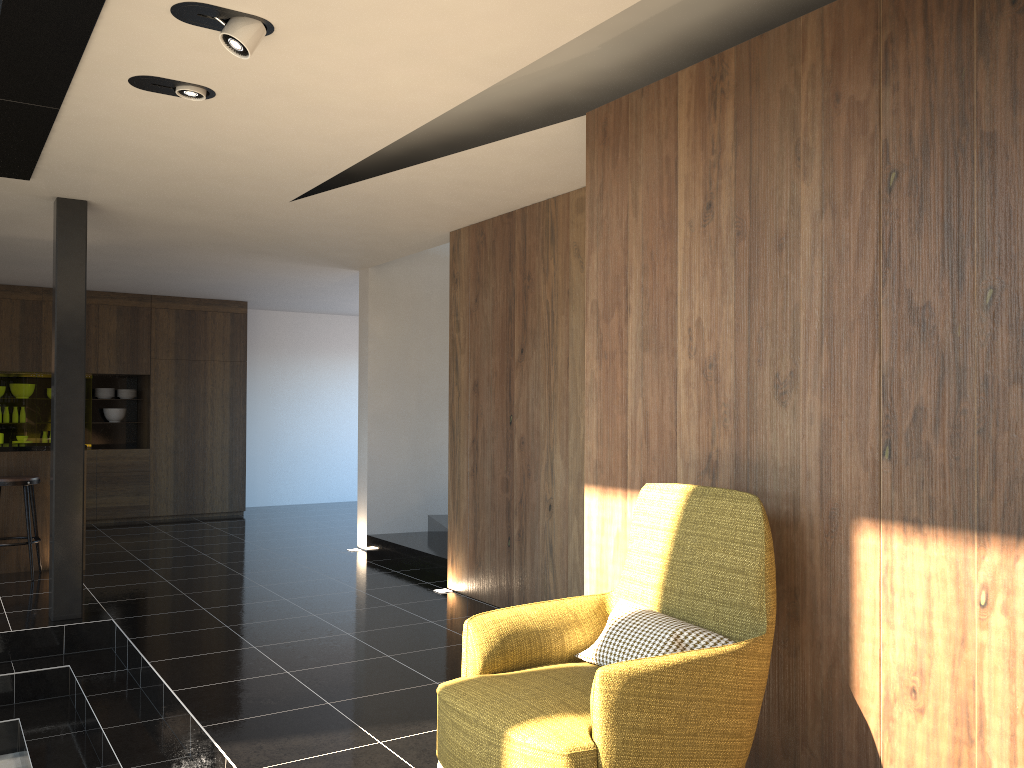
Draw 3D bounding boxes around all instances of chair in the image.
[{"bbox_3d":[0.302,0.893,2.828,1.031,1.097,0.807,1,-1,-34],"label":"chair"},{"bbox_3d":[-3.955,1.138,7.009,0.412,0.799,0.412,1,-1,-24],"label":"chair"}]

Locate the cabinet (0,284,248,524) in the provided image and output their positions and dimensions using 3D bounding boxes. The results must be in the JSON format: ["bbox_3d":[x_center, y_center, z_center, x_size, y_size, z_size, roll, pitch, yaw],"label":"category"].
[{"bbox_3d":[-6.467,0.247,9.652,6.893,2.689,0.869,1,-1,-33],"label":"cabinet"}]

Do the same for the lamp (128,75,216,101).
[{"bbox_3d":[-1.416,-1.293,3.702,0.346,0.158,0.195,1,-2,-33],"label":"lamp"}]

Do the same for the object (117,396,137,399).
[{"bbox_3d":[-4.754,0.169,10.953,0.220,0.033,0.220,-1,-2,40],"label":"object"}]

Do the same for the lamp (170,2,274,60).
[{"bbox_3d":[-0.992,-1.264,3.051,0.346,0.247,0.195,1,-1,-33],"label":"lamp"}]

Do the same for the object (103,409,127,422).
[{"bbox_3d":[-4.873,0.387,10.885,0.264,0.170,0.264,-1,-2,32],"label":"object"}]

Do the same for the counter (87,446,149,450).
[{"bbox_3d":[-6.469,0.733,9.652,4.592,0.005,0.862,1,-2,-33],"label":"counter"}]

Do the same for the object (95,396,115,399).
[{"bbox_3d":[-4.967,0.164,10.814,0.220,0.033,0.220,1,-2,-23],"label":"object"}]

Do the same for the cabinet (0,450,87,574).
[{"bbox_3d":[-5.234,1.023,6.709,3.564,0.994,0.698,1,-1,-33],"label":"cabinet"}]

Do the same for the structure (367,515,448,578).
[{"bbox_3d":[1.268,0.037,6.183,1.964,3.017,6.663,1,-2,-33],"label":"structure"}]

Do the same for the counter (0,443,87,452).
[{"bbox_3d":[-5.233,0.505,6.715,3.574,0.041,0.698,1,-2,-33],"label":"counter"}]

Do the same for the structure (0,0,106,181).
[{"bbox_3d":[-2.034,-0.093,1.316,3.448,4.867,7.280,1,-1,-34],"label":"structure"}]
